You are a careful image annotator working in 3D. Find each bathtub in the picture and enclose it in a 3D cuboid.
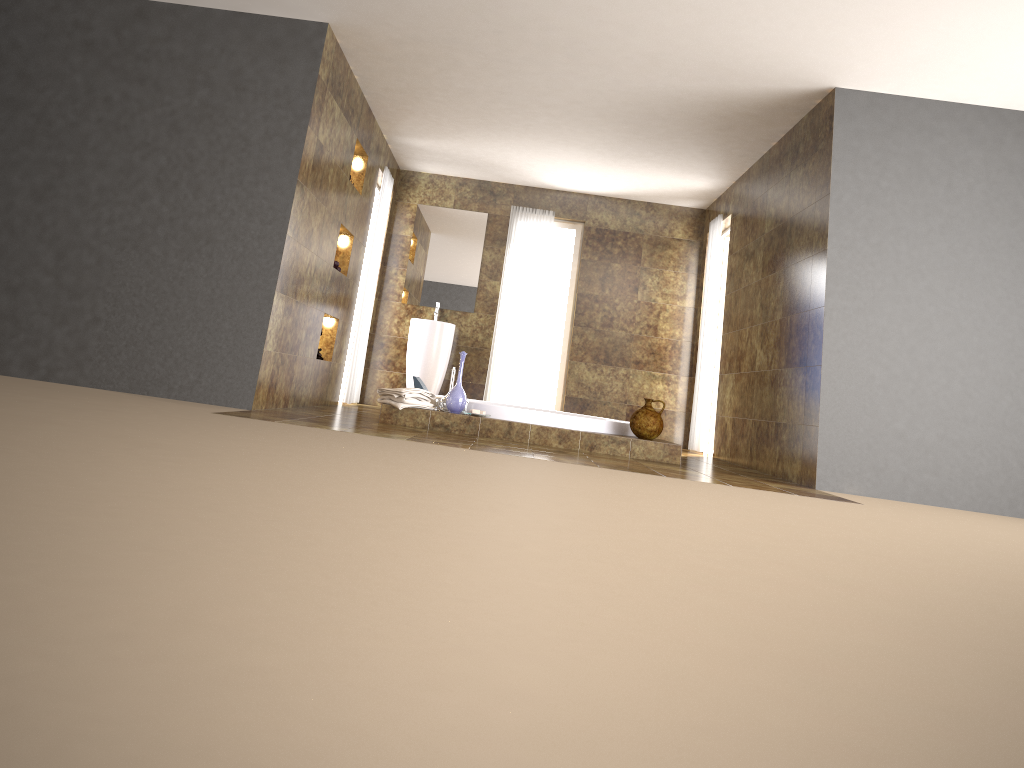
[{"bbox_3d":[0.116,0.333,6.666,1.760,0.541,1.691,7,-2,32],"label":"bathtub"}]

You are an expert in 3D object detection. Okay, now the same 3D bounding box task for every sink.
[{"bbox_3d":[-0.849,-0.285,8.731,0.460,1.175,0.418,7,-11,3],"label":"sink"}]

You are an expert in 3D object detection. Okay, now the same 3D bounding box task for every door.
[{"bbox_3d":[2.471,-0.374,8.499,0.961,2.303,0.038,0,-15,33],"label":"door"}]

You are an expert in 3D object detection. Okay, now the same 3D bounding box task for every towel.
[{"bbox_3d":[-0.722,0.095,5.870,0.339,0.155,0.312,5,-4,45],"label":"towel"}]

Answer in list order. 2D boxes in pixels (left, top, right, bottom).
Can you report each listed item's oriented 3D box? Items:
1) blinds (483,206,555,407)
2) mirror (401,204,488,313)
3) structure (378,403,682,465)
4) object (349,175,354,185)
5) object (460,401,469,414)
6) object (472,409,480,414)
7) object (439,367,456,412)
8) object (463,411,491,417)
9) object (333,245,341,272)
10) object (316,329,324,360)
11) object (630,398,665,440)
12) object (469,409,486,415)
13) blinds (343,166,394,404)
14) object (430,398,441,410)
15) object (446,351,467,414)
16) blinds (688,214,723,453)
[{"bbox_3d":[0.082,-0.756,9.029,0.519,2.342,0.064,7,-13,1],"label":"blinds"},{"bbox_3d":[-0.710,-1.343,9.193,0.768,1.129,0.008,7,-13,2],"label":"mirror"},{"bbox_3d":[0.117,0.341,6.666,2.005,0.128,1.948,8,-1,1],"label":"structure"},{"bbox_3d":[-1.386,-1.786,7.213,0.152,0.276,0.117,7,-11,1],"label":"object"},{"bbox_3d":[-0.329,0.147,5.935,0.056,0.119,0.057,15,-13,-36],"label":"object"},{"bbox_3d":[-0.239,0.187,5.749,0.053,0.035,0.071,8,-3,1],"label":"object"},{"bbox_3d":[-0.421,0.036,5.970,0.131,0.319,0.124,6,-11,8],"label":"object"},{"bbox_3d":[-0.237,0.207,5.802,0.189,0.019,0.186,8,-1,-10],"label":"object"},{"bbox_3d":[-1.476,-1.068,7.113,0.175,0.295,0.107,7,-11,1],"label":"object"},{"bbox_3d":[-1.564,-0.336,6.921,0.152,0.283,0.145,7,-10,1],"label":"object"},{"bbox_3d":[0.925,0.238,5.920,0.225,0.284,0.226,12,-9,-27],"label":"object"},{"bbox_3d":[-0.232,0.192,5.816,0.101,0.033,0.059,7,-4,16],"label":"object"},{"bbox_3d":[-1.354,-0.957,8.339,0.068,2.355,0.575,8,-12,0],"label":"blinds"},{"bbox_3d":[-0.570,0.135,6.064,0.168,0.078,0.167,9,-3,-18],"label":"object"},{"bbox_3d":[-0.358,-0.014,5.848,0.137,0.434,0.129,6,-12,8],"label":"object"},{"bbox_3d":[1.868,-0.511,8.346,0.069,2.355,0.463,8,-12,0],"label":"blinds"}]
